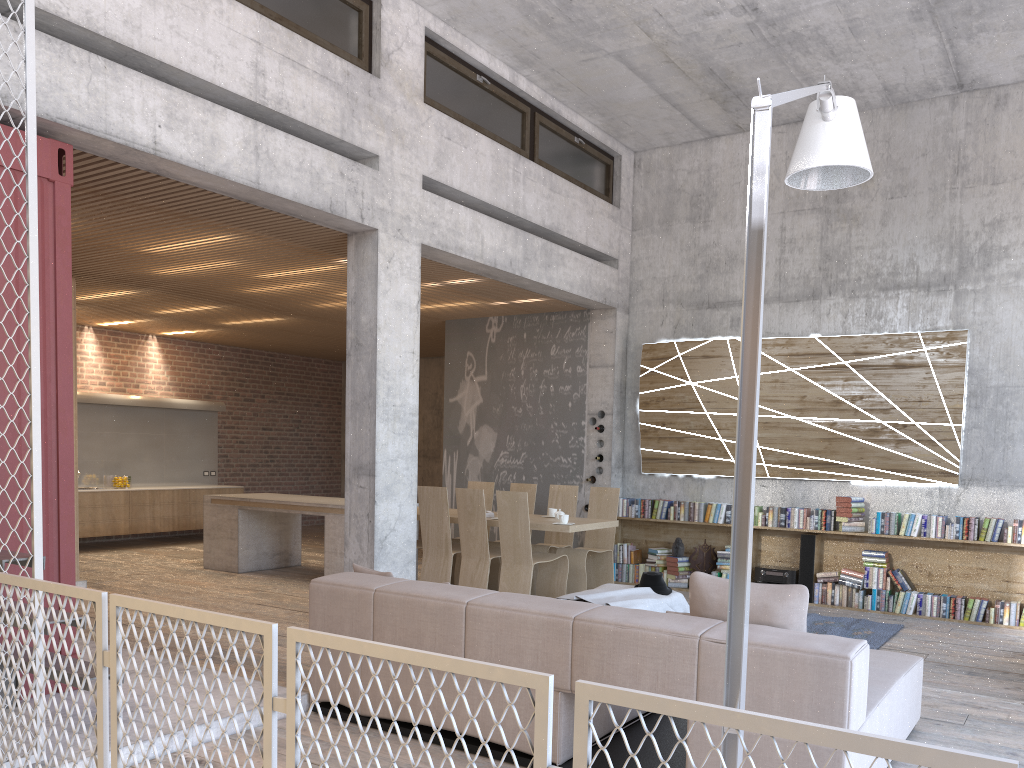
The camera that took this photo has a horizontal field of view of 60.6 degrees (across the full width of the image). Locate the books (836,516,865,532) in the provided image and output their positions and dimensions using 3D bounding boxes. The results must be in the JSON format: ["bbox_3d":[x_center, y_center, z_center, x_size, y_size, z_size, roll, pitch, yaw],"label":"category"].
[{"bbox_3d":[3.497,1.448,9.060,0.284,0.151,0.221,2,-2,-9],"label":"books"}]

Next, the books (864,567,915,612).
[{"bbox_3d":[3.833,2.091,8.919,0.450,0.451,0.214,1,2,33],"label":"books"}]

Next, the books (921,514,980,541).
[{"bbox_3d":[4.290,1.402,8.582,0.489,0.221,0.214,-1,-1,33],"label":"books"}]

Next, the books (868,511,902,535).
[{"bbox_3d":[3.782,1.409,8.899,0.278,0.222,0.209,1,0,32],"label":"books"}]

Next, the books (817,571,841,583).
[{"bbox_3d":[3.349,2.030,9.235,0.234,0.140,0.191,0,-2,35],"label":"books"}]

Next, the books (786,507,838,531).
[{"bbox_3d":[3.180,1.433,9.308,0.489,0.221,0.214,-1,-1,33],"label":"books"}]

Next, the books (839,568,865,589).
[{"bbox_3d":[3.516,2.010,9.054,0.243,0.193,0.154,1,0,33],"label":"books"}]

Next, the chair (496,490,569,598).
[{"bbox_3d":[0.194,1.593,8.224,0.347,1.202,0.720,4,3,37],"label":"chair"}]

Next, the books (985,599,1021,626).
[{"bbox_3d":[4.689,2.180,8.370,0.278,0.222,0.209,1,0,32],"label":"books"}]

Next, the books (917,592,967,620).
[{"bbox_3d":[4.243,2.192,8.664,0.416,0.221,0.204,0,-1,33],"label":"books"}]

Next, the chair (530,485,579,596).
[{"bbox_3d":[0.391,1.692,9.443,0.348,1.202,0.720,3,3,29],"label":"chair"}]

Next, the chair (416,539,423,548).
[{"bbox_3d":[-1.028,1.632,9.126,0.347,1.202,0.720,4,3,38],"label":"chair"}]

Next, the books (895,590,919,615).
[{"bbox_3d":[3.970,2.191,8.809,0.199,0.229,0.189,2,1,33],"label":"books"}]

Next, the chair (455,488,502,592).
[{"bbox_3d":[-0.195,1.609,8.553,0.347,1.202,0.720,4,3,38],"label":"chair"}]

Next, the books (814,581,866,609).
[{"bbox_3d":[3.445,2.201,9.203,0.493,0.239,0.242,0,-1,33],"label":"books"}]

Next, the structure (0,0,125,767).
[{"bbox_3d":[-1.935,-0.419,2.345,3.673,4.341,3.031,2,1,33],"label":"structure"}]

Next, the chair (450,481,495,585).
[{"bbox_3d":[-0.532,1.702,9.878,0.348,1.202,0.720,3,3,27],"label":"chair"}]

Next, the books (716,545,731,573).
[{"bbox_3d":[2.447,1.966,9.850,0.251,0.325,0.218,2,2,36],"label":"books"}]

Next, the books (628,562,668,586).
[{"bbox_3d":[1.644,2.247,10.384,0.493,0.239,0.242,0,-1,33],"label":"books"}]

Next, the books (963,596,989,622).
[{"bbox_3d":[4.501,2.185,8.504,0.199,0.229,0.189,2,1,33],"label":"books"}]

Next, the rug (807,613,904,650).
[{"bbox_3d":[2.377,2.153,7.290,1.160,0.049,2.921,-1,-5,33],"label":"rug"}]

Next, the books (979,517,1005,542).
[{"bbox_3d":[4.594,1.394,8.399,0.199,0.229,0.189,2,1,33],"label":"books"}]

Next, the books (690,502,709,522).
[{"bbox_3d":[2.128,1.454,9.971,0.155,0.222,0.189,2,1,33],"label":"books"}]

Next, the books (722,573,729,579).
[{"bbox_3d":[2.441,2.230,9.836,0.199,0.229,0.189,2,1,33],"label":"books"}]

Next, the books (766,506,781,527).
[{"bbox_3d":[2.866,1.446,9.546,0.155,0.222,0.204,2,1,33],"label":"books"}]

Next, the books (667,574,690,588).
[{"bbox_3d":[1.920,2.273,10.138,0.261,0.151,0.247,2,-2,-11],"label":"books"}]

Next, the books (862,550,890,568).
[{"bbox_3d":[3.730,1.794,8.986,0.238,0.162,0.189,0,-1,33],"label":"books"}]

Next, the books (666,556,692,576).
[{"bbox_3d":[1.929,2.096,10.114,0.246,0.212,0.188,2,0,-35],"label":"books"}]

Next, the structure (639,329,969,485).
[{"bbox_3d":[2.936,0.260,9.423,3.405,1.544,0.357,-1,2,33],"label":"structure"}]

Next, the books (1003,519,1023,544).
[{"bbox_3d":[4.795,1.388,8.256,0.278,0.222,0.209,1,0,32],"label":"books"}]

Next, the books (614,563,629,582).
[{"bbox_3d":[1.307,2.262,10.571,0.273,0.222,0.204,1,0,33],"label":"books"}]

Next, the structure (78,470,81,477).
[{"bbox_3d":[-6.219,1.418,12.536,0.247,0.479,0.114,3,4,33],"label":"structure"}]

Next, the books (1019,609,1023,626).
[{"bbox_3d":[4.909,2.176,8.276,0.199,0.229,0.189,2,1,33],"label":"books"}]

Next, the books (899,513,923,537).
[{"bbox_3d":[3.990,1.402,8.751,0.199,0.229,0.189,2,1,33],"label":"books"}]

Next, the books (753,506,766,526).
[{"bbox_3d":[2.658,1.448,9.626,0.276,0.222,0.170,1,0,35],"label":"books"}]

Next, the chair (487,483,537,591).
[{"bbox_3d":[-0.076,1.696,9.652,0.347,1.202,0.720,4,3,33],"label":"chair"}]

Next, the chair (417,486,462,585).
[{"bbox_3d":[-0.609,1.621,8.843,0.348,1.202,0.720,3,3,30],"label":"chair"}]

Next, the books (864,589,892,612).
[{"bbox_3d":[3.744,2.198,8.970,0.226,0.222,0.214,1,0,33],"label":"books"}]

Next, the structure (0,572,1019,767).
[{"bbox_3d":[-0.840,1.112,1.619,4.419,0.938,1.928,-1,-4,33],"label":"structure"}]

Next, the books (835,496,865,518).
[{"bbox_3d":[3.489,1.268,9.048,0.246,0.212,0.188,2,0,-35],"label":"books"}]

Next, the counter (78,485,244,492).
[{"bbox_3d":[-5.794,1.537,12.867,0.652,0.020,4.083,-1,-5,33],"label":"counter"}]

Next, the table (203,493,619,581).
[{"bbox_3d":[-1.377,1.818,9.857,5.178,0.928,1.012,-1,-2,33],"label":"table"}]

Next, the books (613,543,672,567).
[{"bbox_3d":[1.559,2.036,10.422,0.715,0.263,0.300,-1,-2,38],"label":"books"}]

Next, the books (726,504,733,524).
[{"bbox_3d":[2.476,1.452,9.743,0.155,0.222,0.154,2,2,33],"label":"books"}]

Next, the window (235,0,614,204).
[{"bbox_3d":[-1.138,-2.662,6.727,0.113,0.610,8.448,4,-2,34],"label":"window"}]

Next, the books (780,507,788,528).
[{"bbox_3d":[2.949,1.442,9.482,0.055,0.222,0.189,4,2,34],"label":"books"}]

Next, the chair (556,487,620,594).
[{"bbox_3d":[0.788,1.677,9.125,0.347,1.202,0.720,4,3,33],"label":"chair"}]

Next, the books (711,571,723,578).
[{"bbox_3d":[2.320,2.235,9.934,0.074,0.222,0.204,4,1,34],"label":"books"}]

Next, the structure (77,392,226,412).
[{"bbox_3d":[-5.948,0.225,12.893,0.207,0.157,4.083,1,-4,33],"label":"structure"}]
